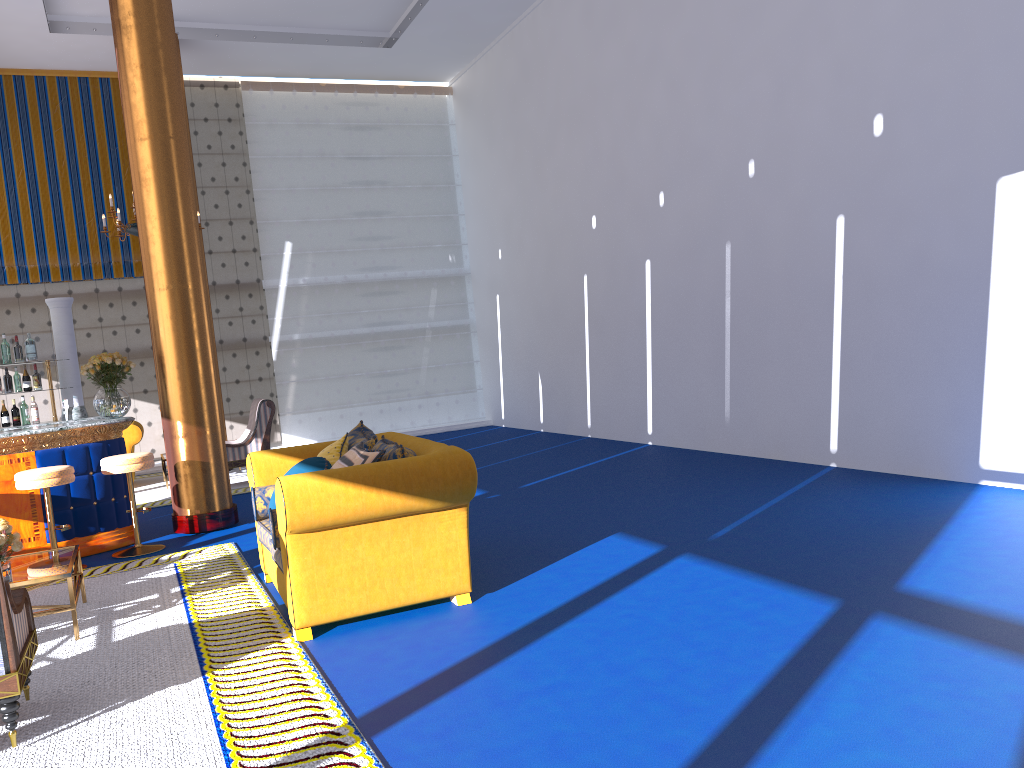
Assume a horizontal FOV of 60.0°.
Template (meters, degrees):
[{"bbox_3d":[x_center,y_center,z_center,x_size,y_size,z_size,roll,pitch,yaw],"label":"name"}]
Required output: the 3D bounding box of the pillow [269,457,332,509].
[{"bbox_3d":[-1.228,0.623,5.157,0.456,0.367,0.394,-4,3,27],"label":"pillow"}]

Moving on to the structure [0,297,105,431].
[{"bbox_3d":[-4.780,0.384,7.858,2.332,2.197,0.762,-8,4,-32],"label":"structure"}]

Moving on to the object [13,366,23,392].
[{"bbox_3d":[-4.418,-0.041,7.922,0.058,0.230,0.059,-4,4,26],"label":"object"}]

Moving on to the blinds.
[{"bbox_3d":[-6.209,-2.974,12.747,2.680,2.992,0.151,-7,4,-24],"label":"blinds"}]

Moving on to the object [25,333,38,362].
[{"bbox_3d":[-4.337,-0.332,7.991,0.092,0.259,0.091,-9,4,-40],"label":"object"}]

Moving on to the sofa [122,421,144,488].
[{"bbox_3d":[-5.685,0.991,11.355,1.860,0.855,1.003,-7,3,-22],"label":"sofa"}]

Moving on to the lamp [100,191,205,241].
[{"bbox_3d":[-4.279,-2.814,10.274,1.048,2.423,1.069,-3,5,43],"label":"lamp"}]

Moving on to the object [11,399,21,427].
[{"bbox_3d":[-4.435,0.256,7.922,0.066,0.244,0.065,-9,5,-42],"label":"object"}]

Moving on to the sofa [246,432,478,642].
[{"bbox_3d":[-0.939,0.798,5.238,1.018,0.855,1.833,-7,3,-22],"label":"sofa"}]

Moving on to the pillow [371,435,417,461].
[{"bbox_3d":[-0.714,0.614,4.991,0.341,0.610,0.609,-7,3,-18],"label":"pillow"}]

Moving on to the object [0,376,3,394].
[{"bbox_3d":[-4.531,-0.029,7.814,0.056,0.239,0.057,-3,4,41],"label":"object"}]

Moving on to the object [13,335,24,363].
[{"bbox_3d":[-4.410,-0.312,7.915,0.072,0.246,0.073,-4,4,26],"label":"object"}]

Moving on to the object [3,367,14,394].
[{"bbox_3d":[-4.475,-0.033,7.873,0.071,0.232,0.072,-2,5,45],"label":"object"}]

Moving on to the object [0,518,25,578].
[{"bbox_3d":[-2.961,0.916,4.877,0.459,0.388,0.498,-9,4,-42],"label":"object"}]

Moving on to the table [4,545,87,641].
[{"bbox_3d":[-2.973,1.250,4.987,0.982,0.369,0.899,-7,3,-24],"label":"table"}]

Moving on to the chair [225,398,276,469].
[{"bbox_3d":[-3.281,0.695,10.772,0.790,0.967,0.787,-7,3,-23],"label":"chair"}]

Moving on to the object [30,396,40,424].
[{"bbox_3d":[-4.317,0.233,8.020,0.062,0.258,0.061,-7,4,-23],"label":"object"}]

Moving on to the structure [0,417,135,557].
[{"bbox_3d":[-4.139,0.930,6.987,2.333,1.066,0.761,-8,4,-34],"label":"structure"}]

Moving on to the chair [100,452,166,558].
[{"bbox_3d":[-3.027,0.950,7.079,0.394,0.782,0.402,-3,4,37],"label":"chair"}]

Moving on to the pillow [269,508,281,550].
[{"bbox_3d":[-1.068,0.729,4.643,0.375,0.219,0.213,-7,3,-19],"label":"pillow"}]

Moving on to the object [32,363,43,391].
[{"bbox_3d":[-4.281,-0.063,7.988,0.072,0.244,0.071,-6,3,-3],"label":"object"}]

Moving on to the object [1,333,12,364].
[{"bbox_3d":[-4.478,-0.313,7.843,0.069,0.271,0.069,-7,3,-13],"label":"object"}]

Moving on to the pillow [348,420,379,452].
[{"bbox_3d":[-0.956,0.582,5.525,0.356,0.673,0.597,-7,3,-15],"label":"pillow"}]

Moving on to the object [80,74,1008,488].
[{"bbox_3d":[-2.164,-6.939,6.129,63.635,33.627,62.867,-7,3,-17],"label":"object"}]

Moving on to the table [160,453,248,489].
[{"bbox_3d":[-3.967,1.048,11.428,0.982,0.369,0.899,-7,3,-24],"label":"table"}]

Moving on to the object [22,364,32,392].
[{"bbox_3d":[-4.354,-0.053,7.952,0.069,0.244,0.068,-9,5,-42],"label":"object"}]

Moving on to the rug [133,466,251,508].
[{"bbox_3d":[-4.498,1.306,11.067,6.304,0.011,3.564,-7,3,-24],"label":"rug"}]

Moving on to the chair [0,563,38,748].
[{"bbox_3d":[-2.350,0.946,3.420,0.800,0.967,0.778,-7,3,-23],"label":"chair"}]

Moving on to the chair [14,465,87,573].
[{"bbox_3d":[-3.430,1.014,6.597,0.395,0.782,0.401,-4,4,26],"label":"chair"}]

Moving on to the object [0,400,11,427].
[{"bbox_3d":[-4.502,0.262,7.870,0.069,0.244,0.068,-9,5,-42],"label":"object"}]

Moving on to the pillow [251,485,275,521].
[{"bbox_3d":[-1.428,0.722,5.555,0.380,0.219,0.213,-7,3,-19],"label":"pillow"}]

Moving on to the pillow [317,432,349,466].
[{"bbox_3d":[-1.085,0.555,5.416,0.233,0.492,0.607,-7,3,-18],"label":"pillow"}]

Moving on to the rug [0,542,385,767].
[{"bbox_3d":[-2.612,1.471,3.493,3.619,0.010,6.205,-7,3,-24],"label":"rug"}]

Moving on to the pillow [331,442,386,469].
[{"bbox_3d":[-0.899,0.579,4.898,0.330,0.456,0.517,-7,3,-24],"label":"pillow"}]

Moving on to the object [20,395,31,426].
[{"bbox_3d":[-4.384,0.237,7.980,0.068,0.269,0.069,-4,4,27],"label":"object"}]
